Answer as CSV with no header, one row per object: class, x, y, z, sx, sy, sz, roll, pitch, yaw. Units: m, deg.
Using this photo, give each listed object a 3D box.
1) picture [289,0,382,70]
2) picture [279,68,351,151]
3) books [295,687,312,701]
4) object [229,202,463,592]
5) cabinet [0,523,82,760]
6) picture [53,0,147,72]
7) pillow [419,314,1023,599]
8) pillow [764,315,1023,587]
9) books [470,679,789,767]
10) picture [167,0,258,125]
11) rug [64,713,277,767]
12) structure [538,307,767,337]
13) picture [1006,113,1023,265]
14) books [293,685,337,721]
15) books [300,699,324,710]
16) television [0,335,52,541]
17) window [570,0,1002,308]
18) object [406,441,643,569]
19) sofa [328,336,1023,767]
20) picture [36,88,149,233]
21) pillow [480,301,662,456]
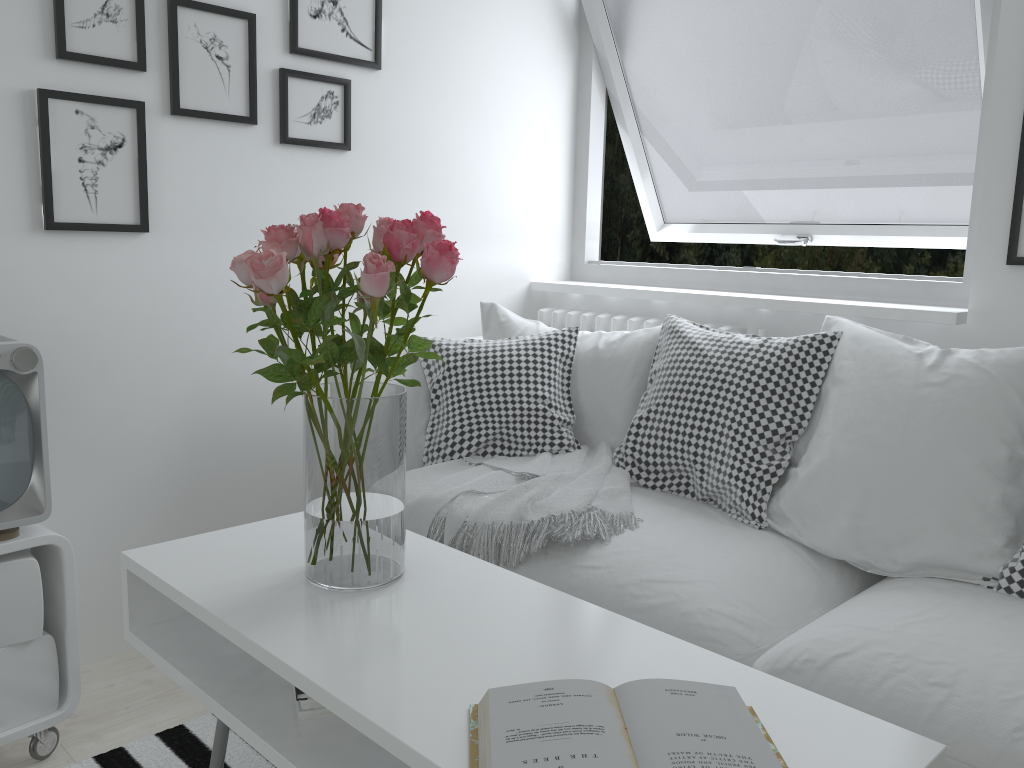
picture,-0.479,-1.023,2.435,0.290,0.266,0.019,-8,13,-44
picture,-0.536,-0.748,2.432,0.218,0.194,0.017,-8,13,-44
books,-0.245,0.424,1.415,0.207,0.012,0.257,-1,10,-17
object,-0.265,0.021,1.387,0.327,0.599,0.350,-3,10,-24
cabinet,-1.158,0.524,1.723,0.350,0.477,0.467,9,12,39
picture,-0.935,-0.829,2.016,0.196,0.202,0.018,-8,13,-44
pillow,0.730,0.152,1.783,0.676,0.513,2.488,-7,13,-42
pillow,0.833,0.138,1.877,0.391,0.505,0.599,-7,13,-44
books,0.126,0.387,0.945,0.342,0.040,0.231,1,9,-3
picture,-0.743,-0.800,2.214,0.225,0.274,0.018,-8,13,-44
rug,-0.644,0.942,0.728,4.362,0.004,1.846,-8,13,-44
structure,0.712,0.165,2.562,0.206,0.660,1.655,-8,13,-44
picture,1.438,-0.763,1.760,0.015,1.072,0.720,-8,13,-44
books,-0.253,0.452,1.415,0.191,0.014,0.259,-1,10,-18
books,-0.253,0.437,1.418,0.191,0.014,0.254,-2,10,-20
television,-1.118,0.109,1.633,0.414,0.374,0.273,-8,13,-44
window,0.438,-1.391,5.747,4.514,8.137,12.055,-8,13,-44
object,0.126,0.320,2.206,0.670,0.291,0.831,10,13,43
sofa,0.694,0.416,1.798,0.917,0.768,2.647,-8,13,-44
picture,-0.962,-0.508,2.049,0.232,0.306,0.019,-8,13,-44
pillow,0.185,0.020,2.558,0.617,0.491,0.321,5,10,19
